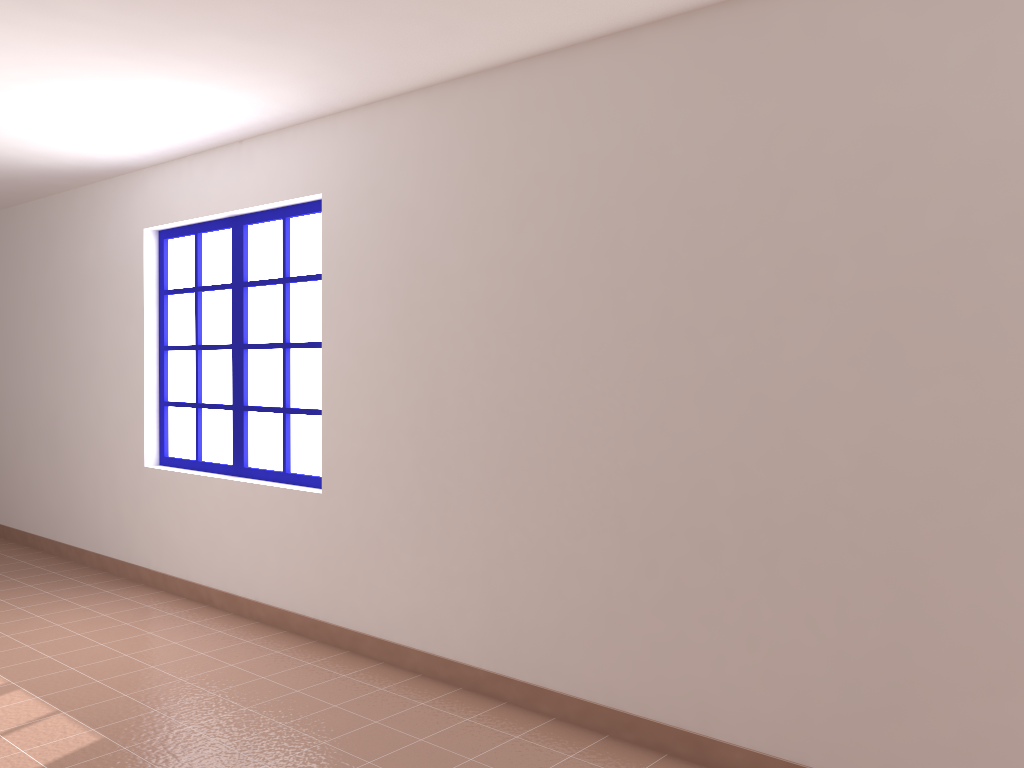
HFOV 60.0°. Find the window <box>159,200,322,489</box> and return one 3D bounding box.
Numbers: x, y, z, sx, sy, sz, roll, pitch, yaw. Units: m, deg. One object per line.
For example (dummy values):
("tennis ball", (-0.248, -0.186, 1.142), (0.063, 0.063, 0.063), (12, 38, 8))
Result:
("window", (-1.495, -0.205, 4.874), (1.699, 1.430, 0.035), (1, 1, 40))
